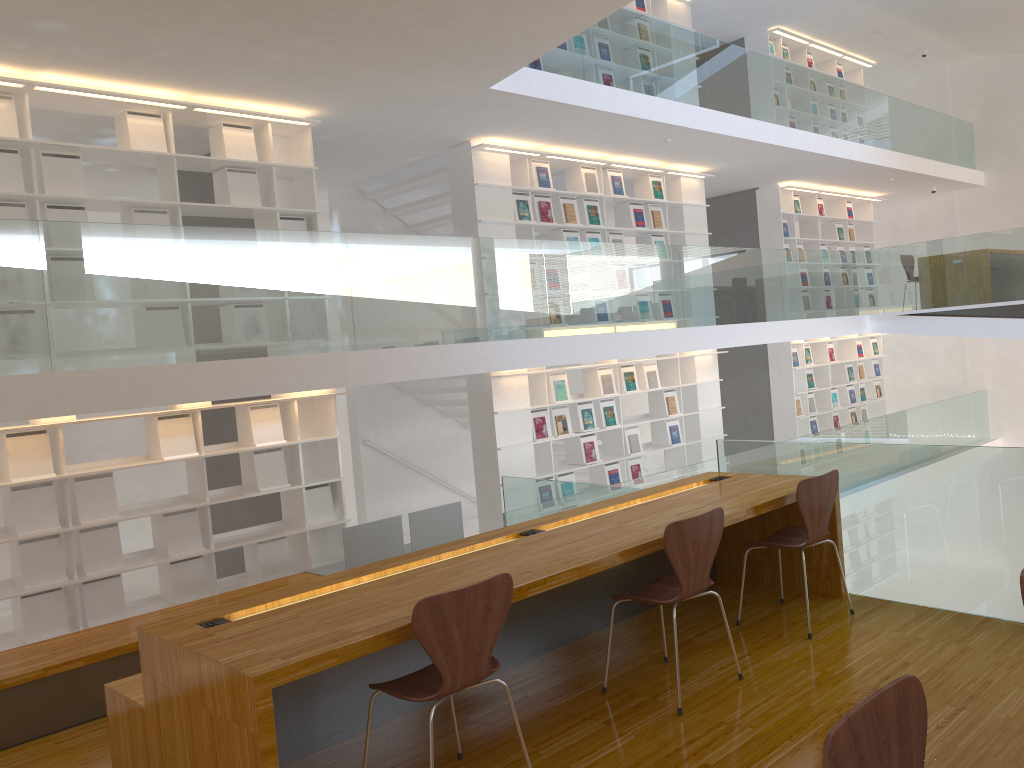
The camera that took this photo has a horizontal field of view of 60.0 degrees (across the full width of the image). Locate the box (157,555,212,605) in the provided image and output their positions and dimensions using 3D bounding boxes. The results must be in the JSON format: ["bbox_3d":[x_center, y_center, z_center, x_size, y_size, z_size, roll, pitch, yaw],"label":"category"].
[{"bbox_3d":[-2.283,1.342,6.173,0.245,0.296,0.274,-7,3,-44],"label":"box"}]

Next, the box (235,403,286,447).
[{"bbox_3d":[-1.874,0.302,6.613,0.245,0.296,0.274,-7,3,-44],"label":"box"}]

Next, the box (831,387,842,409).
[{"bbox_3d":[4.558,0.200,12.769,0.245,0.296,0.274,-7,3,-44],"label":"box"}]

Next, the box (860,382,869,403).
[{"bbox_3d":[5.197,0.125,13.384,0.245,0.296,0.274,-7,3,-44],"label":"box"}]

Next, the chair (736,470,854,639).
[{"bbox_3d":[1.302,0.760,4.149,0.428,0.693,0.381,-7,3,-44],"label":"chair"}]

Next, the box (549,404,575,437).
[{"bbox_3d":[0.425,0.363,8.739,0.245,0.296,0.274,-7,3,-44],"label":"box"}]

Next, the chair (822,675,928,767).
[{"bbox_3d":[0.779,0.898,1.446,0.428,0.693,0.381,-7,3,-44],"label":"chair"}]

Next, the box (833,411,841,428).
[{"bbox_3d":[4.575,0.529,12.770,0.245,0.296,0.274,-7,3,-44],"label":"box"}]

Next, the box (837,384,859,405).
[{"bbox_3d":[4.944,0.155,13.140,0.245,0.296,0.274,-7,3,-44],"label":"box"}]

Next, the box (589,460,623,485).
[{"bbox_3d":[0.991,0.958,9.236,0.245,0.296,0.274,-7,3,-44],"label":"box"}]

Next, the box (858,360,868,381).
[{"bbox_3d":[5.176,-0.204,13.379,0.245,0.296,0.274,-7,3,-44],"label":"box"}]

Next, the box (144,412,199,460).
[{"bbox_3d":[-2.359,0.358,6.142,0.245,0.296,0.274,-7,3,-44],"label":"box"}]

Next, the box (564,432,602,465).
[{"bbox_3d":[0.722,0.652,8.992,0.245,0.296,0.274,-7,3,-44],"label":"box"}]

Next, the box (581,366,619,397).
[{"bbox_3d":[0.916,-0.026,9.210,0.245,0.296,0.274,-7,3,-44],"label":"box"}]

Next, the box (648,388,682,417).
[{"bbox_3d":[1.720,0.210,9.967,0.245,0.296,0.274,-7,3,-44],"label":"box"}]

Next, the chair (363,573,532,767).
[{"bbox_3d":[-0.226,0.939,2.733,0.428,0.693,0.381,-7,3,-44],"label":"chair"}]

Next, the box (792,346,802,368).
[{"bbox_3d":[3.732,-0.360,12.005,0.245,0.296,0.274,-7,3,-44],"label":"box"}]

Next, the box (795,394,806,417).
[{"bbox_3d":[3.786,0.292,12.027,0.245,0.296,0.274,-7,3,-44],"label":"box"}]

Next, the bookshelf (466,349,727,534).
[{"bbox_3d":[1.095,0.627,9.417,3.666,1.836,0.397,-7,3,-44],"label":"bookshelf"}]

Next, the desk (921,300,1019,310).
[{"bbox_3d":[6.153,-1.316,11.154,3.194,0.606,0.760,-7,3,-44],"label":"desk"}]

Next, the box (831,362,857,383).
[{"bbox_3d":[4.916,-0.172,13.129,0.245,0.296,0.274,-7,3,-44],"label":"box"}]

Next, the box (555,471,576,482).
[{"bbox_3d":[0.487,1.017,8.750,0.245,0.296,0.274,-7,3,-44],"label":"box"}]

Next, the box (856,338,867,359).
[{"bbox_3d":[5.148,-0.530,13.368,0.245,0.296,0.274,-7,3,-44],"label":"box"}]

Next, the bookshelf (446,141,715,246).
[{"bbox_3d":[0.956,-1.427,9.309,3.666,1.836,0.498,-7,3,-44],"label":"bookshelf"}]

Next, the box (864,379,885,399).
[{"bbox_3d":[5.590,0.078,13.763,0.245,0.296,0.274,-7,3,-44],"label":"box"}]

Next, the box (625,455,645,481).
[{"bbox_3d":[1.261,0.925,9.495,0.245,0.296,0.274,-7,3,-44],"label":"box"}]

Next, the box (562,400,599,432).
[{"bbox_3d":[0.690,0.325,8.977,0.245,0.296,0.274,-7,3,-44],"label":"box"}]

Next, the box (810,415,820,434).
[{"bbox_3d":[4.112,0.584,12.324,0.245,0.296,0.274,-7,3,-44],"label":"box"}]

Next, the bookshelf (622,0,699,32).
[{"bbox_3d":[0.782,-3.465,9.239,3.666,1.836,0.498,-7,3,-44],"label":"bookshelf"}]

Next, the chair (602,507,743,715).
[{"bbox_3d":[0.604,0.843,3.478,0.428,0.693,0.381,-7,3,-44],"label":"chair"}]

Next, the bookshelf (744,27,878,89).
[{"bbox_3d":[4.420,-3.897,12.734,2.984,1.836,0.498,-7,3,-44],"label":"bookshelf"}]

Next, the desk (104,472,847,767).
[{"bbox_3d":[0.103,1.078,3.834,3.236,0.918,1.285,-7,3,-44],"label":"desk"}]

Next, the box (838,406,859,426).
[{"bbox_3d":[4.981,0.481,13.161,0.245,0.296,0.274,-7,3,-44],"label":"box"}]

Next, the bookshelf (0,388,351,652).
[{"bbox_3d":[-2.434,1.047,5.947,2.984,1.836,0.498,-7,3,-44],"label":"bookshelf"}]

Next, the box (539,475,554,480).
[{"bbox_3d":[0.274,1.042,8.546,0.245,0.296,0.274,-7,3,-44],"label":"box"}]

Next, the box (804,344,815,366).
[{"bbox_3d":[3.999,-0.394,12.262,0.245,0.296,0.274,-7,3,-44],"label":"box"}]

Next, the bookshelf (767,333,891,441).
[{"bbox_3d":[4.768,0.194,12.875,2.984,1.836,0.498,-7,3,-44],"label":"bookshelf"}]

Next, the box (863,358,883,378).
[{"bbox_3d":[5.553,-0.249,13.742,0.245,0.296,0.274,-7,3,-44],"label":"box"}]

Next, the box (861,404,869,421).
[{"bbox_3d":[5.238,0.450,13.408,0.245,0.296,0.274,-7,3,-44],"label":"box"}]

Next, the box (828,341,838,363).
[{"bbox_3d":[4.488,-0.453,12.729,0.245,0.296,0.274,-7,3,-44],"label":"box"}]

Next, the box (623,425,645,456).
[{"bbox_3d":[1.229,0.599,9.479,0.245,0.296,0.274,-7,3,-44],"label":"box"}]

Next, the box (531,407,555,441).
[{"bbox_3d":[0.216,0.387,8.520,0.245,0.296,0.274,-7,3,-44],"label":"box"}]

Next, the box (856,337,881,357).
[{"bbox_3d":[5.525,-0.575,13.731,0.245,0.296,0.274,-7,3,-44],"label":"box"}]

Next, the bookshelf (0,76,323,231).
[{"bbox_3d":[-2.609,-1.005,5.876,2.984,1.836,0.498,-7,3,-44],"label":"bookshelf"}]

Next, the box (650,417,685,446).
[{"bbox_3d":[1.749,0.537,9.979,0.245,0.296,0.274,-7,3,-44],"label":"box"}]

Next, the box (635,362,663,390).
[{"bbox_3d":[-0.856,1.939,7.414,7.125,3.764,0.498,-7,3,-44],"label":"box"}]

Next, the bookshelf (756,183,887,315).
[{"bbox_3d":[4.594,-1.859,12.804,2.984,1.836,0.498,-7,3,-44],"label":"bookshelf"}]

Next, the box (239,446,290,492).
[{"bbox_3d":[-1.847,0.628,6.623,0.245,0.296,0.274,-7,3,-44],"label":"box"}]

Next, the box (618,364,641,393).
[{"bbox_3d":[1.184,-0.058,9.467,0.245,0.296,0.274,-7,3,-44],"label":"box"}]

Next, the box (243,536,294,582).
[{"bbox_3d":[-1.819,1.287,6.619,0.245,0.296,0.274,-7,3,-44],"label":"box"}]

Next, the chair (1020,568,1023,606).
[{"bbox_3d":[1.556,0.804,2.246,0.428,0.693,0.381,-7,3,-44],"label":"chair"}]

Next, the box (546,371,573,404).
[{"bbox_3d":[0.406,0.034,8.719,0.245,0.296,0.274,-7,3,-44],"label":"box"}]

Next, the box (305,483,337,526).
[{"bbox_3d":[-1.549,0.924,6.894,0.245,0.296,0.274,-7,3,-44],"label":"box"}]

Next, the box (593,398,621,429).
[{"bbox_3d":[0.939,0.302,9.216,0.245,0.296,0.274,-7,3,-44],"label":"box"}]

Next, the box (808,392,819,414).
[{"bbox_3d":[4.056,0.260,12.286,0.245,0.296,0.274,-7,3,-44],"label":"box"}]

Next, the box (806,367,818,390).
[{"bbox_3d":[4.044,-0.074,12.290,0.245,0.296,0.274,-7,3,-44],"label":"box"}]
